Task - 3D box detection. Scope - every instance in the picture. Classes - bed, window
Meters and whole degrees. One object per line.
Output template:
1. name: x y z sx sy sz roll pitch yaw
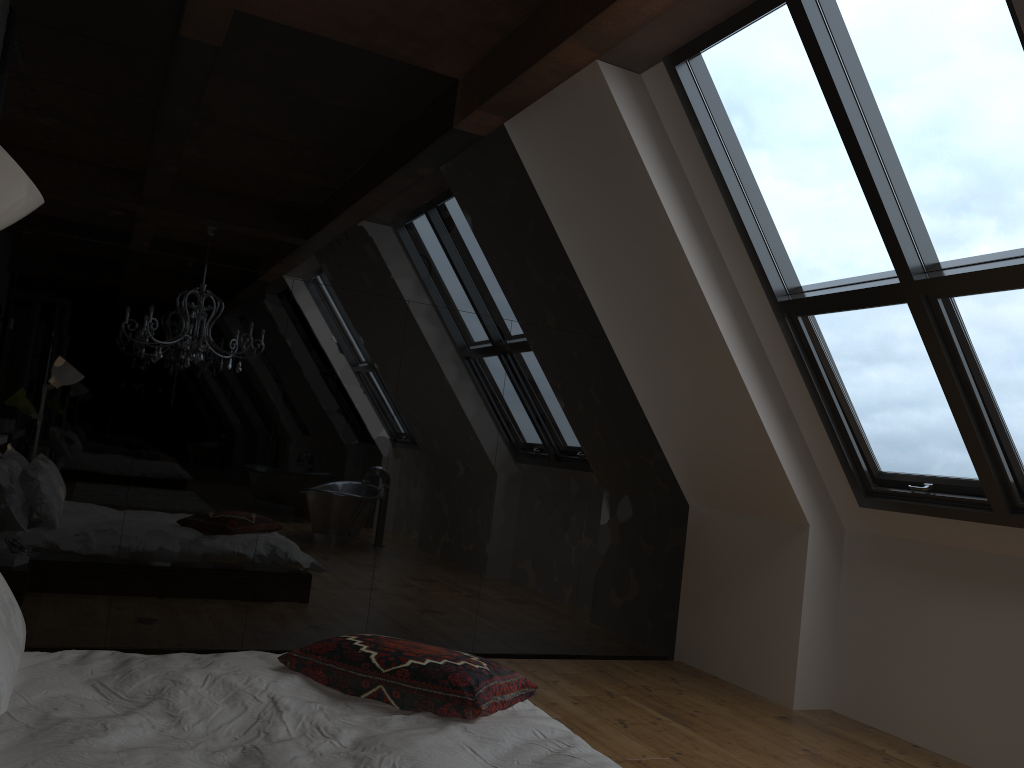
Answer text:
1. bed: -0.749 1.093 2.564 2.169 0.442 2.300 9 -5 -25
2. window: 1.740 -0.523 3.813 1.702 2.162 1.713 9 -5 -25

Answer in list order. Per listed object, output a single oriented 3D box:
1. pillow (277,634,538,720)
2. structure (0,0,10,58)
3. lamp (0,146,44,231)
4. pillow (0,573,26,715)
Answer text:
1. pillow: -0.329 0.940 2.914 0.748 0.157 0.453 5 -5 25
2. structure: -2.895 -0.446 3.477 1.189 3.140 0.829 9 -5 -25
3. lamp: -0.911 0.363 0.936 0.561 1.582 0.270 9 -5 -28
4. pillow: -1.514 0.658 2.470 0.291 0.385 0.748 9 -5 -25
